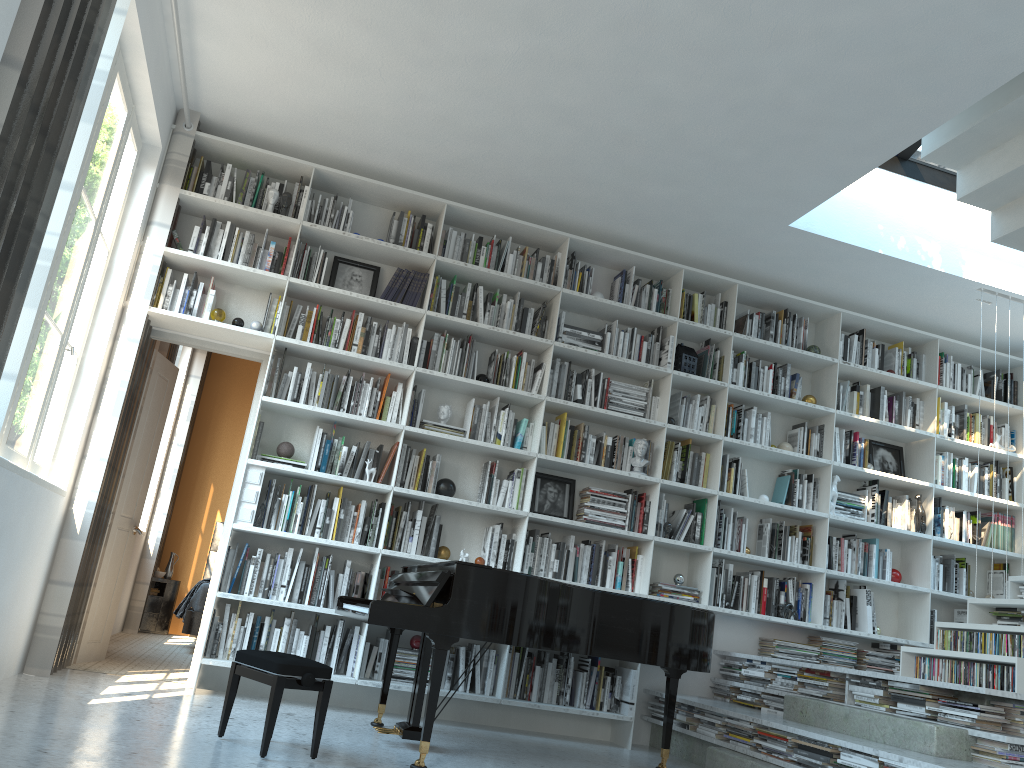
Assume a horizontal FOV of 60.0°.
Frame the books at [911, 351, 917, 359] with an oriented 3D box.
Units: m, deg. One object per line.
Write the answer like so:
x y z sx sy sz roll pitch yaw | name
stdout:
2.989 -0.095 6.683 0.025 0.278 0.136 13 -15 -14 | books

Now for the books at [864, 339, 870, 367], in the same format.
2.576 -0.186 6.555 0.014 0.261 0.168 13 -15 -14 | books

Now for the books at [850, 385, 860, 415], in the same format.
2.458 0.150 6.448 0.026 0.260 0.167 13 -15 -14 | books

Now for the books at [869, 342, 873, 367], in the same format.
2.610 -0.172 6.573 0.021 0.253 0.151 13 -15 -14 | books

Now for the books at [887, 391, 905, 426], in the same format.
2.823 0.215 6.538 0.022 0.293 0.181 13 -15 -14 | books

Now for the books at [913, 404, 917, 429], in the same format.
2.933 0.275 6.579 0.022 0.233 0.158 13 -15 -14 | books

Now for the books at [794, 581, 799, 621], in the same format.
1.885 1.473 6.007 0.021 0.264 0.150 13 -15 -14 | books

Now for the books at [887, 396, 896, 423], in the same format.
2.740 0.222 6.508 0.014 0.239 0.189 13 -15 -14 | books

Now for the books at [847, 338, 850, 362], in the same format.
2.413 -0.206 6.515 0.024 0.230 0.169 13 -15 -14 | books

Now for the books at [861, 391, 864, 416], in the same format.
2.512 0.181 6.482 0.024 0.235 0.147 13 -15 -14 | books

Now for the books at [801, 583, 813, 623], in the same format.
1.982 1.488 6.022 0.025 0.271 0.171 13 -15 -14 | books

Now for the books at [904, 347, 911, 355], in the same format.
2.943 -0.116 6.669 0.020 0.298 0.131 13 -15 -14 | books

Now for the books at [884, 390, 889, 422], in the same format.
2.707 0.200 6.528 0.048 0.282 0.162 13 -15 -14 | books

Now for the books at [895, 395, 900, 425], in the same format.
2.796 0.228 6.541 0.023 0.263 0.156 13 -15 -14 | books

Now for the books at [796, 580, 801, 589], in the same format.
1.910 1.474 6.029 0.012 0.281 0.144 13 -15 -14 | books

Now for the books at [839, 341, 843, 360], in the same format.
2.342 -0.203 6.477 0.022 0.182 0.190 13 -15 -14 | books

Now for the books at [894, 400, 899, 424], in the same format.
2.770 0.242 6.521 0.031 0.217 0.166 13 -15 -14 | books

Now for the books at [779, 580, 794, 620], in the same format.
1.832 1.457 5.984 0.070 0.265 0.186 13 -15 -14 | books

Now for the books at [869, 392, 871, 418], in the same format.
2.563 0.189 6.484 0.025 0.238 0.143 13 -15 -14 | books

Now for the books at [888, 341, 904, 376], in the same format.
2.868 -0.148 6.640 0.007 0.320 0.166 13 -15 -14 | books

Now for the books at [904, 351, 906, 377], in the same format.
2.886 -0.108 6.636 0.031 0.248 0.165 13 -15 -14 | books

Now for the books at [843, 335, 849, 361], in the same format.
2.392 -0.219 6.503 0.026 0.241 0.185 13 -15 -14 | books

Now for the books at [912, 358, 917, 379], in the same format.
2.963 -0.072 6.651 0.029 0.209 0.169 13 -15 -14 | books

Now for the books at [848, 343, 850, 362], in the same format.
2.434 -0.206 6.540 0.027 0.249 0.140 13 -15 -14 | books

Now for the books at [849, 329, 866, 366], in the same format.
2.541 -0.230 6.550 0.014 0.331 0.181 13 -15 -14 | books

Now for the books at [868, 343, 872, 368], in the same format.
2.591 -0.170 6.557 0.022 0.235 0.172 13 -15 -14 | books

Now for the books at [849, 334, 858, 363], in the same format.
2.476 -0.215 6.537 0.048 0.277 0.150 13 -15 -14 | books

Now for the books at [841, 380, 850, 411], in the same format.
2.372 0.123 6.438 0.052 0.281 0.167 13 -15 -14 | books

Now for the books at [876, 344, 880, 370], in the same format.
2.674 -0.155 6.599 0.012 0.253 0.161 13 -15 -14 | books

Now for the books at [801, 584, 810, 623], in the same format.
1.957 1.490 6.014 0.026 0.257 0.157 13 -15 -14 | books

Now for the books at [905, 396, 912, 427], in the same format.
2.872 0.238 6.550 0.036 0.271 0.177 13 -15 -14 | books

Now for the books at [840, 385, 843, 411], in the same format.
2.338 0.138 6.424 0.013 0.236 0.142 13 -15 -14 | books

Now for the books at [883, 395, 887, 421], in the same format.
2.658 0.208 6.483 0.030 0.229 0.187 13 -15 -14 | books

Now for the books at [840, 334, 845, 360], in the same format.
2.367 -0.228 6.502 0.025 0.250 0.178 13 -15 -14 | books

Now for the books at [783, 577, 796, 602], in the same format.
1.871 1.455 6.006 0.013 0.293 0.135 13 -15 -14 | books

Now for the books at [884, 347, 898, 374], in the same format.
2.807 -0.132 6.609 0.019 0.255 0.169 13 -15 -14 | books

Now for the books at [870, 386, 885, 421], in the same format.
2.607 0.171 6.445 0.032 0.264 0.246 13 -15 -14 | books

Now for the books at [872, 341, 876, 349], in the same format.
2.646 -0.172 6.597 0.012 0.278 0.153 13 -15 -14 | books

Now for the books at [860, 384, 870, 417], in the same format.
2.546 0.157 6.475 0.026 0.287 0.156 13 -15 -14 | books

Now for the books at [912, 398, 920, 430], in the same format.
2.961 0.256 6.587 0.026 0.283 0.147 13 -15 -14 | books

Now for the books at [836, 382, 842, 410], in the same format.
2.327 0.127 6.425 0.012 0.253 0.161 13 -15 -14 | books

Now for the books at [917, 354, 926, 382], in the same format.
3.046 -0.079 6.679 0.026 0.262 0.163 13 -15 -14 | books

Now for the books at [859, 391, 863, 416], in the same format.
2.490 0.178 6.460 0.030 0.223 0.158 13 -15 -14 | books

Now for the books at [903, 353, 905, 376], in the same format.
2.870 -0.103 6.622 0.007 0.225 0.170 13 -15 -14 | books

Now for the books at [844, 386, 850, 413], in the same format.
2.403 0.148 6.451 0.026 0.250 0.130 13 -15 -14 | books

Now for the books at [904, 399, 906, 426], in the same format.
2.846 0.246 6.550 0.011 0.248 0.152 13 -15 -14 | books

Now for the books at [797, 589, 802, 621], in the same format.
1.901 1.495 5.994 0.013 0.219 0.168 13 -15 -14 | books

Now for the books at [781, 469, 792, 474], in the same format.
1.907 0.744 6.180 0.016 0.289 0.135 13 -15 -14 | books

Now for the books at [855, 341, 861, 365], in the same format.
2.509 -0.184 6.542 0.031 0.230 0.148 13 -15 -14 | books

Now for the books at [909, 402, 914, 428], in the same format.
2.899 0.261 6.561 0.030 0.240 0.162 13 -15 -14 | books

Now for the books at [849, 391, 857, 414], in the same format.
2.431 0.169 6.431 0.025 0.207 0.175 13 -15 -14 | books

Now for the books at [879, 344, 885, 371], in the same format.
2.698 -0.154 6.592 0.030 0.257 0.165 13 -15 -14 | books

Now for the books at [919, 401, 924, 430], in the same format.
2.987 0.270 6.589 0.031 0.264 0.170 13 -15 -14 | books

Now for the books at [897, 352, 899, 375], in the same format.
2.816 -0.111 6.611 0.008 0.220 0.183 13 -15 -14 | books

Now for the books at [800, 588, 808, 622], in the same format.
1.932 1.497 5.998 0.025 0.227 0.176 13 -15 -14 | books

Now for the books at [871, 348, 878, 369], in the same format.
2.631 -0.145 6.559 0.024 0.201 0.190 13 -15 -14 | books

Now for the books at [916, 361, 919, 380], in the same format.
3.009 -0.056 6.686 0.031 0.211 0.132 13 -15 -14 | books

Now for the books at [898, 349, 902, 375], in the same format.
2.836 -0.121 6.625 0.016 0.251 0.189 13 -15 -14 | books

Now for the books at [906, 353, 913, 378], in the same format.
2.927 -0.094 6.638 0.018 0.234 0.186 13 -15 -14 | books

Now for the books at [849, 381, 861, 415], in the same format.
2.476 0.139 6.464 0.011 0.295 0.163 13 -15 -14 | books
